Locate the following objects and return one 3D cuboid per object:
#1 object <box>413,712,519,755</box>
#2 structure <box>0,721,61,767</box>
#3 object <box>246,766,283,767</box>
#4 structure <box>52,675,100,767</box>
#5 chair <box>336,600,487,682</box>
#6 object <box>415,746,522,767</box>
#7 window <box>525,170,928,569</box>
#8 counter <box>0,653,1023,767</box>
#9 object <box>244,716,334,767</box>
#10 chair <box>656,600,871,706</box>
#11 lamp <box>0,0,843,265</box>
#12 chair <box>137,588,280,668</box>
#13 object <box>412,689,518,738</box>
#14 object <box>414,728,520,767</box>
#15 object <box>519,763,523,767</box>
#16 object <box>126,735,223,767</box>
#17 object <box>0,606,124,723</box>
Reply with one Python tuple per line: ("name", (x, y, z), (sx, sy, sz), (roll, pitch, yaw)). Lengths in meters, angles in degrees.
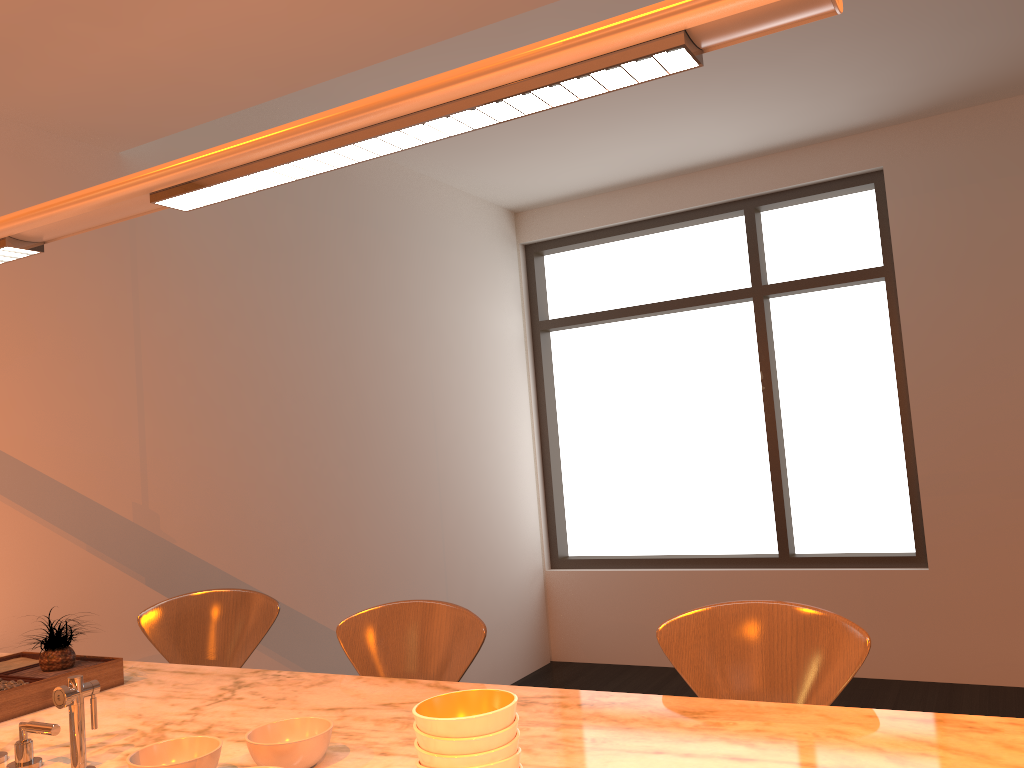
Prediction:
("object", (-0.058, 0.470, 1.164), (0.140, 0.064, 0.139), (-5, -4, 3))
("structure", (-0.968, 0.499, 1.559), (0.321, 0.341, 0.310), (-3, -5, -24))
("object", (-0.354, 0.556, 1.164), (0.138, 0.059, 0.139), (-1, -5, -36))
("structure", (-0.710, 0.561, 1.455), (0.050, 0.161, 0.067), (-7, -5, 28))
("chair", (-0.297, 1.037, 1.893), (0.520, 1.047, 0.506), (-7, -5, 28))
("object", (-0.055, 0.514, 1.161), (0.140, 0.068, 0.139), (-5, -4, 11))
("window", (1.208, 0.021, 5.500), (2.310, 2.201, 0.152), (-7, -5, 30))
("counter", (-0.692, 0.659, 1.449), (2.711, 0.038, 1.280), (-7, -5, 28))
("object", (-0.353, 0.581, 1.414), (0.138, 0.059, 0.139), (-1, -5, -36))
("chair", (0.414, 0.954, 1.553), (0.520, 1.047, 0.506), (-7, -5, 33))
("lamp", (-0.757, -0.648, 1.566), (2.465, 0.765, 0.120), (-7, -5, 28))
("chair", (-0.864, 1.119, 2.377), (0.520, 1.047, 0.506), (-5, -4, 3))
("object", (-0.060, 0.449, 1.165), (0.140, 0.062, 0.139), (-8, -5, 37))
("object", (-0.056, 0.492, 1.163), (0.140, 0.062, 0.139), (-7, -5, 28))
("object", (-0.053, 0.538, 1.159), (0.140, 0.059, 0.139), (-6, -5, 20))
("object", (-0.512, 0.589, 1.353), (0.138, 0.059, 0.139), (-1, -5, -36))
("object", (-1.251, 0.611, 2.004), (0.497, 0.231, 0.503), (-7, -5, 29))
